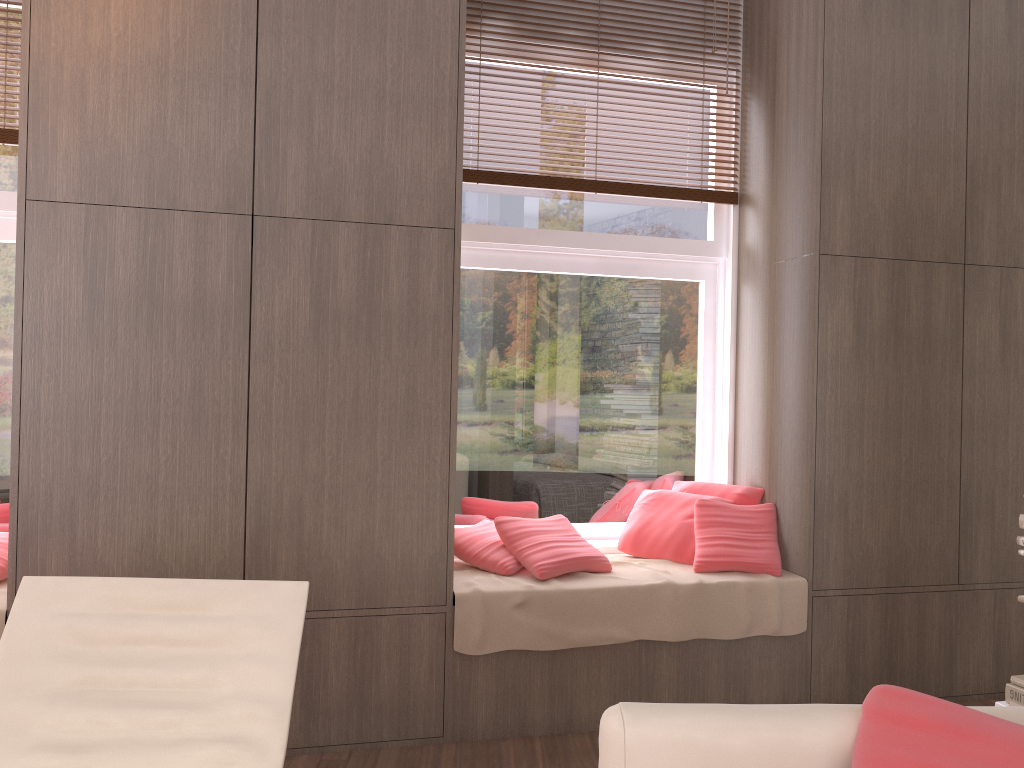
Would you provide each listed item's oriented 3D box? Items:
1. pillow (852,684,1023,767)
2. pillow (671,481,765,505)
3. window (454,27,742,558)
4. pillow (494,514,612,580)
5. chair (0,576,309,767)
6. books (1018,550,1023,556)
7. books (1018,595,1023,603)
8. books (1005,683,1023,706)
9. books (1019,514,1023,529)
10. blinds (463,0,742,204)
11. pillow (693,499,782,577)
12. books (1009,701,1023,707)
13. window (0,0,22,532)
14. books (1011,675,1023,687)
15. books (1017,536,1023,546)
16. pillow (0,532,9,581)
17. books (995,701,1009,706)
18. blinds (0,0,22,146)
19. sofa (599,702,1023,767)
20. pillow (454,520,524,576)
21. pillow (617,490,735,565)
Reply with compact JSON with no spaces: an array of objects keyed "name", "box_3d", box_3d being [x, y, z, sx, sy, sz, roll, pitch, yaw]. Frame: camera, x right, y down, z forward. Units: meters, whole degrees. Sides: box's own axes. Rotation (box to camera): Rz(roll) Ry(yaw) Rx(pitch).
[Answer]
[{"name":"pillow","box_3d":[0.651,0.649,1.125,0.498,0.377,0.379,1,0,33]},{"name":"pillow","box_3d":[0.847,0.602,3.868,0.484,0.334,0.193,1,0,38]},{"name":"window","box_3d":[0.326,-0.372,3.948,1.407,2.229,0.160,1,0,-15]},{"name":"pillow","box_3d":[0.157,0.637,3.513,0.403,0.200,0.354,2,0,-37]},{"name":"chair","box_3d":[-0.841,0.856,1.751,0.739,0.767,0.860,1,0,-2]},{"name":"books","box_3d":[1.800,0.528,2.505,0.423,0.016,0.542,1,0,-2]},{"name":"books","box_3d":[1.781,0.664,2.552,0.296,0.018,0.488,1,0,-22]},{"name":"books","box_3d":[1.741,0.946,2.503,0.341,0.057,0.518,1,0,-17]},{"name":"books","box_3d":[1.825,0.439,2.564,0.410,0.046,0.522,1,0,-2]},{"name":"blinds","box_3d":[0.378,-1.401,3.859,1.373,1.138,0.042,1,0,-15]},{"name":"pillow","box_3d":[0.909,0.621,3.601,0.357,0.278,0.264,1,0,6]},{"name":"books","box_3d":[1.424,1.110,2.475,0.246,0.363,0.218,1,0,-17]},{"name":"window","box_3d":[-2.394,-0.437,3.233,1.407,2.229,0.160,1,0,-15]},{"name":"books","box_3d":[1.759,0.905,2.541,0.364,0.022,0.450,1,0,-17]},{"name":"books","box_3d":[1.832,0.505,2.553,0.399,0.028,0.612,1,0,-2]},{"name":"pillow","box_3d":[-1.911,0.615,3.154,0.397,0.150,0.373,1,0,14]},{"name":"books","box_3d":[1.717,1.004,2.538,0.364,0.057,0.469,1,0,-17]},{"name":"blinds","box_3d":[-2.344,-1.464,3.135,1.373,1.142,0.042,1,0,-15]},{"name":"sofa","box_3d":[0.605,0.878,0.345,0.919,0.751,2.204,1,0,-2]},{"name":"pillow","box_3d":[-0.065,0.659,3.590,0.373,0.150,0.397,1,0,32]},{"name":"pillow","box_3d":[0.681,0.606,3.801,0.485,0.279,0.270,1,0,34]}]
